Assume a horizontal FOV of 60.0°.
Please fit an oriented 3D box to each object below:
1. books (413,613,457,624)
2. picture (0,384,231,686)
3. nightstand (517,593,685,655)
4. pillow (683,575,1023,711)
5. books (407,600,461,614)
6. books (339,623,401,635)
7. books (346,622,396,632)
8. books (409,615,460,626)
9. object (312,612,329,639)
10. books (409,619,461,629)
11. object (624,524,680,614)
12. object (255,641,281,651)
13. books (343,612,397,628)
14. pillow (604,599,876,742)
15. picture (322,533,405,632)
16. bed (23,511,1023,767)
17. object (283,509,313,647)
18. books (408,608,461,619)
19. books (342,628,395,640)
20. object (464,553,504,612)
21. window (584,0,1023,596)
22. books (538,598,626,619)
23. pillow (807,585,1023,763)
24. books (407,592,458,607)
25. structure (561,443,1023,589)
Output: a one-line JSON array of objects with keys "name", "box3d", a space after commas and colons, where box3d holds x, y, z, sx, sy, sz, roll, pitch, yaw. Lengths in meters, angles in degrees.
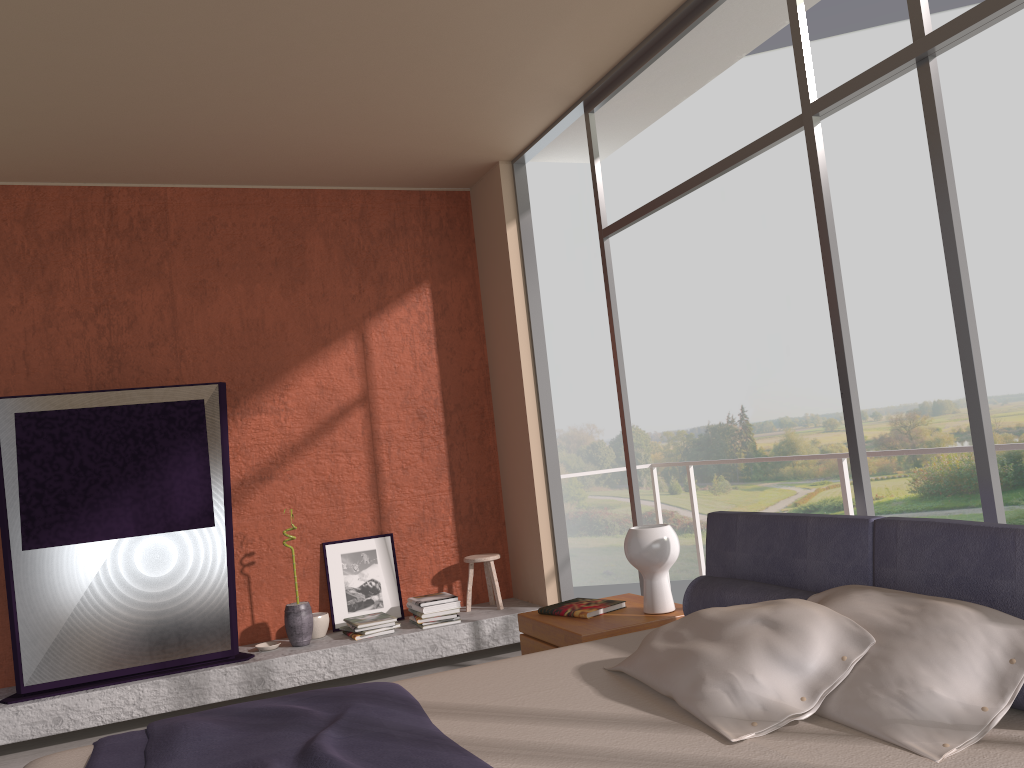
[{"name": "books", "box3d": [-0.477, 1.428, 5.481, 0.247, 0.025, 0.287, -5, -4, -12]}, {"name": "picture", "box3d": [-2.135, 0.779, 4.853, 1.129, 1.496, 0.126, -4, -5, -23]}, {"name": "nightstand", "box3d": [0.428, 1.220, 3.657, 0.562, 0.556, 0.628, -4, -5, -23]}, {"name": "pillow", "box3d": [0.963, 0.700, 2.508, 0.205, 0.201, 1.470, -4, -5, -23]}, {"name": "books", "box3d": [-0.487, 1.370, 5.505, 0.247, 0.038, 0.319, -4, -5, -25]}, {"name": "books", "box3d": [-0.861, 1.474, 5.379, 0.247, 0.018, 0.328, -3, -6, -38]}, {"name": "books", "box3d": [-0.855, 1.450, 5.369, 0.247, 0.025, 0.287, -5, -5, -20]}, {"name": "books", "box3d": [-0.481, 1.452, 5.504, 0.247, 0.018, 0.287, -4, -5, -23]}, {"name": "object", "box3d": [-1.207, 1.483, 5.428, 0.179, 0.137, 0.180, -5, -4, -10]}, {"name": "books", "box3d": [-0.477, 1.469, 5.497, 0.247, 0.018, 0.328, -5, -5, -21]}, {"name": "object", "box3d": [0.575, 0.744, 3.576, 0.224, 0.338, 0.224, -5, -4, -11]}, {"name": "object", "box3d": [-1.430, 1.547, 5.205, 0.152, 0.040, 0.152, -7, -4, 12]}, {"name": "books", "box3d": [-0.860, 1.430, 5.374, 0.247, 0.018, 0.328, -4, -5, -26]}, {"name": "pillow", "box3d": [0.577, 0.737, 2.439, 0.431, 0.264, 0.869, -5, -5, -15]}, {"name": "picture", "box3d": [-0.949, 1.262, 5.671, 0.458, 0.550, 0.117, -4, -5, -23]}, {"name": "bed", "box3d": [0.027, 0.951, 2.111, 2.462, 0.959, 2.017, -4, -5, -23]}, {"name": "object", "box3d": [-1.286, 1.139, 5.253, 0.165, 0.810, 0.165, -6, -4, 1]}, {"name": "books", "box3d": [-0.484, 1.403, 5.502, 0.247, 0.027, 0.328, -5, -5, -21]}, {"name": "books", "box3d": [-0.868, 1.497, 5.365, 0.247, 0.025, 0.287, -4, -5, -26]}, {"name": "object", "box3d": [-0.167, 1.296, 5.796, 0.260, 0.349, 0.257, -9, -5, 37]}, {"name": "window", "box3d": [1.712, -0.334, 2.038, 0.075, 3.133, 6.106, -4, -5, -23]}, {"name": "books", "box3d": [0.297, 0.948, 3.758, 0.247, 0.025, 0.287, -2, -6, -42]}, {"name": "pillow", "box3d": [0.879, 0.674, 2.180, 0.400, 0.265, 0.791, -5, -5, -20]}, {"name": "books", "box3d": [-0.493, 1.340, 5.513, 0.247, 0.025, 0.287, -4, -5, -23]}, {"name": "structure", "box3d": [2.115, 0.634, 2.295, 0.728, 1.005, 7.689, -4, -5, -23]}]
